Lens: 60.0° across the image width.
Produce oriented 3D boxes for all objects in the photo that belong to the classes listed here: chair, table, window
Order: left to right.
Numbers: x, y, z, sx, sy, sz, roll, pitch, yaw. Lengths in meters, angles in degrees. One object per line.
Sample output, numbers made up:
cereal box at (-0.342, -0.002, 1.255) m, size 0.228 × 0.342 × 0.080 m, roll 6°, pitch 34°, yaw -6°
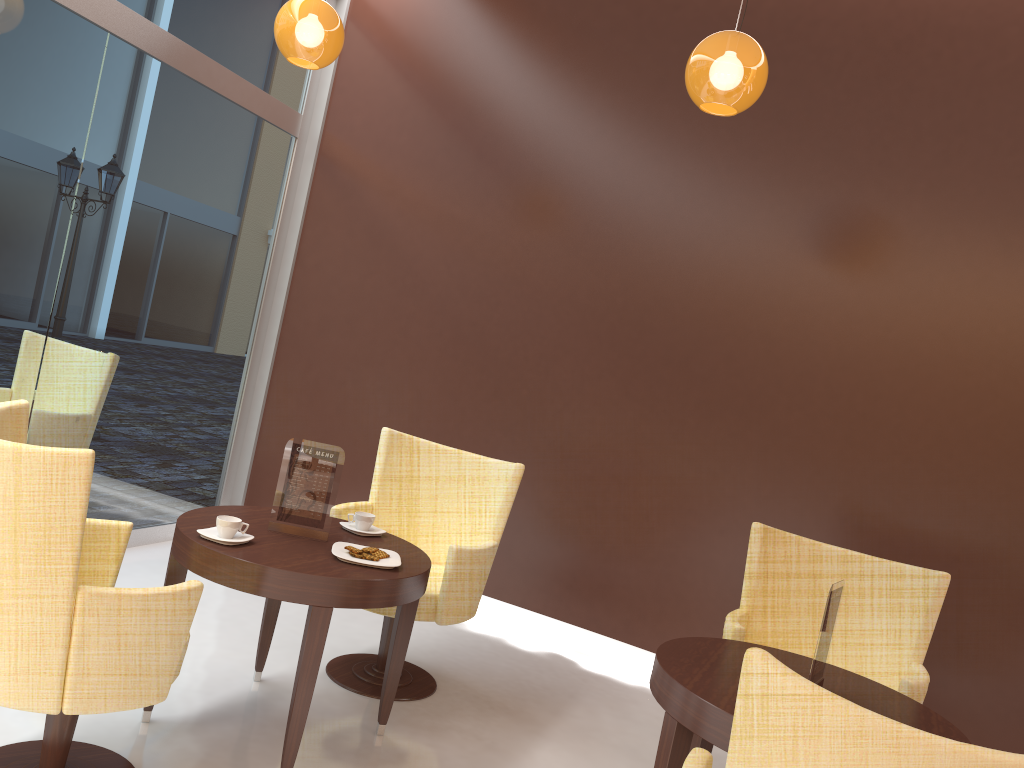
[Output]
window at (-2.765, -0.972, 1.697) m, size 0.040 × 3.380 × 8.200 m, roll 13°, pitch 1°, yaw 19°
chair at (-1.227, 0.616, 2.442) m, size 0.685 × 1.017 × 0.729 m, roll 11°, pitch 2°, yaw -39°
table at (-0.782, 0.871, 3.095) m, size 0.872 × 0.679 × 0.874 m, roll 12°, pitch 2°, yaw -25°
chair at (-0.424, 0.758, 3.818) m, size 0.729 × 1.017 × 0.685 m, roll 13°, pitch 1°, yaw 22°
table at (0.778, 1.224, 2.565) m, size 0.872 × 0.679 × 0.874 m, roll 12°, pitch 2°, yaw -25°
chair at (1.124, 1.109, 3.293) m, size 0.729 × 1.017 × 0.685 m, roll 13°, pitch 2°, yaw 26°
chair at (0.668, 1.046, 1.762) m, size 0.729 × 1.017 × 0.685 m, roll 12°, pitch 1°, yaw -3°

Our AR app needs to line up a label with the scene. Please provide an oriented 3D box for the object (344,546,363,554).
object at (-0.530, 0.556, 2.972) m, size 0.055 × 0.016 × 0.052 m, roll 13°, pitch 1°, yaw 18°

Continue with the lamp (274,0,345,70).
lamp at (-0.744, -2.119, 3.821) m, size 0.299 × 1.500 × 0.299 m, roll 12°, pitch 1°, yaw -14°

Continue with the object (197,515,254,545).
object at (-0.914, 0.465, 2.843) m, size 0.153 × 0.069 × 0.153 m, roll 13°, pitch 1°, yaw 19°

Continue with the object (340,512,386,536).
object at (-0.563, 0.529, 3.372) m, size 0.153 × 0.069 × 0.153 m, roll 13°, pitch 2°, yaw 41°

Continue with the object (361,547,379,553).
object at (-0.487, 0.569, 3.038) m, size 0.054 × 0.018 × 0.051 m, roll 13°, pitch 1°, yaw 17°

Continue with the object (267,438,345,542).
object at (-0.714, 0.367, 3.097) m, size 0.209 × 0.335 × 0.042 m, roll 12°, pitch 1°, yaw -6°

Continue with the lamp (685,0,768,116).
lamp at (0.919, -1.742, 3.246) m, size 0.299 × 1.500 × 0.299 m, roll 12°, pitch 1°, yaw -3°

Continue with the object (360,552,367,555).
object at (-0.514, 0.571, 2.998) m, size 0.054 × 0.018 × 0.051 m, roll 12°, pitch 1°, yaw 6°

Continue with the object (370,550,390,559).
object at (-0.449, 0.580, 3.014) m, size 0.055 × 0.018 × 0.052 m, roll 14°, pitch 2°, yaw 43°

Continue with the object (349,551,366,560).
object at (-0.513, 0.569, 2.943) m, size 0.054 × 0.018 × 0.051 m, roll 12°, pitch 1°, yaw -24°

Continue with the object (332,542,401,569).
object at (-0.490, 0.580, 2.985) m, size 0.234 × 0.020 × 0.234 m, roll 12°, pitch 1°, yaw -10°

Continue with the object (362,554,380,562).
object at (-0.468, 0.578, 2.951) m, size 0.055 × 0.014 × 0.053 m, roll 12°, pitch 1°, yaw 2°

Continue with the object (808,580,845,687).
object at (0.902, 0.733, 2.551) m, size 0.042 × 0.335 × 0.209 m, roll 13°, pitch 2°, yaw 33°
